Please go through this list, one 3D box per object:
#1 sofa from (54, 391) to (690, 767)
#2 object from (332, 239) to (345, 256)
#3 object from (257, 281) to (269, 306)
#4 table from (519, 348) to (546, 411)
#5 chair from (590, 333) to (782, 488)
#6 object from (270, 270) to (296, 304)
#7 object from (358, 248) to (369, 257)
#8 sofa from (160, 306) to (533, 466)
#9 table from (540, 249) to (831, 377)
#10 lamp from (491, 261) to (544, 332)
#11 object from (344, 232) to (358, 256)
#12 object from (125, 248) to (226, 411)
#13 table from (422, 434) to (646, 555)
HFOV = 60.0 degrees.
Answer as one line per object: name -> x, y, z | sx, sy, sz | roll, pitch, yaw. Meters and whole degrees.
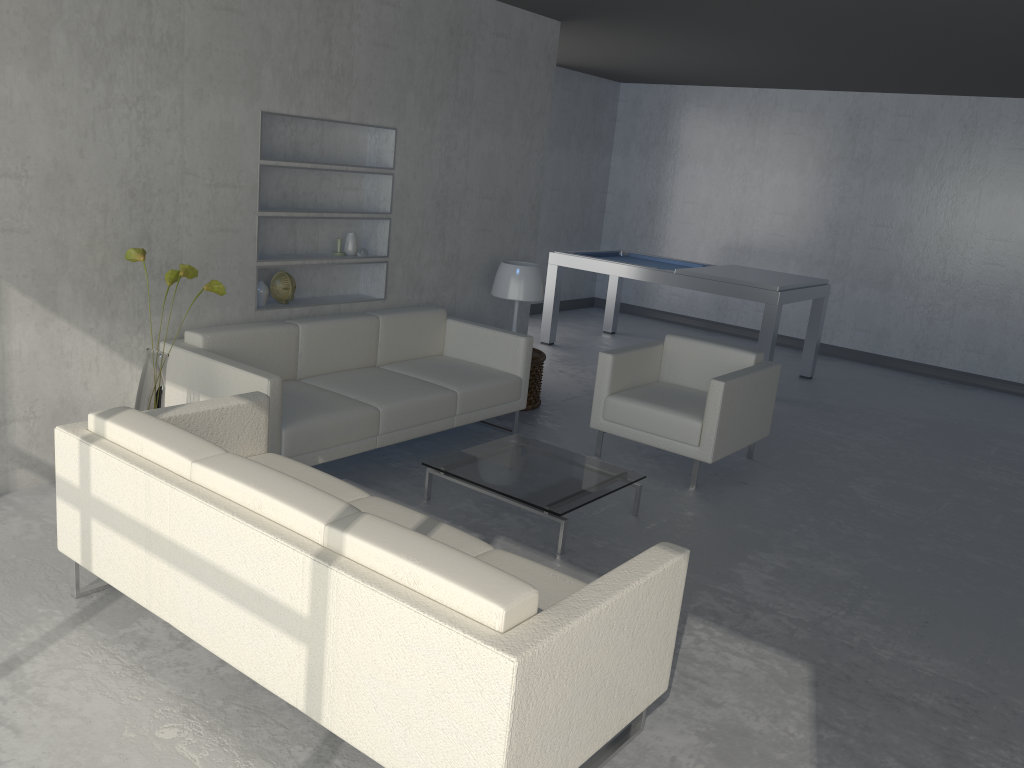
sofa -> -0.515, 0.543, 2.713 | 1.881, 0.658, 0.821 | 16, 17, 35
object -> -0.984, -0.779, 5.048 | 0.074, 0.094, 0.074 | 6, 14, 0
object -> -1.329, -0.481, 4.687 | 0.086, 0.128, 0.086 | -7, 19, -42
table -> -0.016, -0.049, 5.884 | 0.452, 0.358, 0.452 | 9, 14, 11
chair -> 0.981, 0.108, 5.038 | 0.748, 0.662, 0.821 | 16, 17, 35
object -> -1.215, -0.521, 4.784 | 0.088, 0.179, 0.163 | 13, 16, 25
object -> -0.859, -0.761, 5.120 | 0.064, 0.050, 0.064 | 18, 19, 40
sofa -> -0.773, 0.017, 4.685 | 0.821, 0.658, 1.881 | 16, 17, 35
table -> 1.473, -0.629, 7.712 | 2.095, 0.835, 1.180 | 16, 17, 35
lamp -> 0.029, -0.493, 5.770 | 0.347, 0.582, 0.347 | 7, 14, 4
object -> -0.927, -0.807, 5.107 | 0.079, 0.130, 0.079 | 15, 17, 33
object -> -1.440, -0.034, 3.820 | 0.400, 1.051, 0.387 | -1, 16, -25
table -> 0.103, 0.487, 4.146 | 0.773, 0.190, 0.730 | 16, 17, 35
